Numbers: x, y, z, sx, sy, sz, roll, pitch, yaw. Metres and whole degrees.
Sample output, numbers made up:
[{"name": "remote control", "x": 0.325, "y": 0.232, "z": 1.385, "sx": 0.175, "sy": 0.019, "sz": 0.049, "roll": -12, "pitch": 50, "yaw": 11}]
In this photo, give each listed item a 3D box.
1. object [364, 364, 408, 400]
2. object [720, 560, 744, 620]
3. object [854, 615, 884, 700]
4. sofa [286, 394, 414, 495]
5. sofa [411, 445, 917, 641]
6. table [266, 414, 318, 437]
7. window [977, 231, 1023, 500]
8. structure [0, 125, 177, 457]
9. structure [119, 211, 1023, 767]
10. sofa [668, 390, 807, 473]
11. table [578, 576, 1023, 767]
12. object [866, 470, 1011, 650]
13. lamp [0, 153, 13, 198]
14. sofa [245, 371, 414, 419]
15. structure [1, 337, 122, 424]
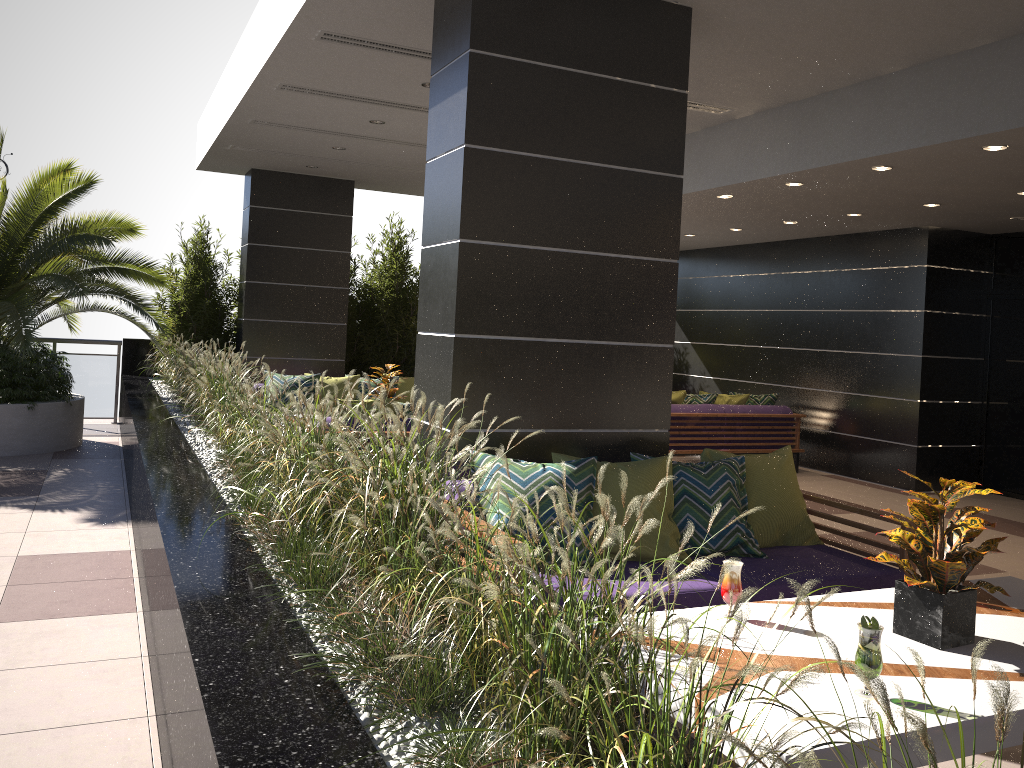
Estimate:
[{"name": "object", "x": -1.181, "y": 0.076, "z": 8.289, "sx": 0.430, "sy": 0.526, "sz": 0.425, "roll": 3, "pitch": 1, "yaw": -8}, {"name": "object", "x": 0.722, "y": 0.676, "z": 2.909, "sx": 0.068, "sy": 0.181, "sz": 0.069, "roll": 3, "pitch": 1, "yaw": -42}, {"name": "object", "x": 0.935, "y": 0.708, "z": 2.318, "sx": 0.068, "sy": 0.211, "sz": 0.069, "roll": 3, "pitch": 0, "yaw": -42}, {"name": "sofa", "x": -0.645, "y": 0.534, "z": 7.101, "sx": 2.123, "sy": 0.919, "sz": 1.121, "roll": 2, "pitch": 2, "yaw": -25}, {"name": "sofa", "x": 0.706, "y": 0.785, "z": 4.163, "sx": 2.123, "sy": 0.919, "sz": 1.121, "roll": 2, "pitch": 2, "yaw": -25}, {"name": "table", "x": -1.207, "y": 0.615, "z": 8.288, "sx": 2.034, "sy": 0.553, "sz": 0.943, "roll": 2, "pitch": 3, "yaw": -25}, {"name": "window", "x": 5.451, "y": -0.161, "z": 8.686, "sx": 0.108, "sy": 2.761, "sz": 1.830, "roll": 3, "pitch": 1, "yaw": -25}, {"name": "structure", "x": -5.441, "y": -1.031, "z": 9.075, "sx": 3.755, "sy": 3.302, "sz": 3.801, "roll": 4, "pitch": 2, "yaw": 18}, {"name": "structure", "x": 3.470, "y": -0.066, "z": 2.377, "sx": 7.808, "sy": 3.120, "sz": 24.780, "roll": 2, "pitch": 4, "yaw": -25}, {"name": "sofa", "x": 2.144, "y": 0.499, "z": 10.134, "sx": 2.123, "sy": 0.919, "sz": 1.121, "roll": 2, "pitch": 2, "yaw": -25}, {"name": "table", "x": 1.315, "y": 1.082, "z": 2.801, "sx": 2.034, "sy": 0.553, "sz": 0.943, "roll": 2, "pitch": 3, "yaw": -25}, {"name": "object", "x": 1.348, "y": 0.544, "z": 2.794, "sx": 0.430, "sy": 0.526, "sz": 0.425, "roll": 3, "pitch": 1, "yaw": -13}, {"name": "lamp", "x": -6.555, "y": -1.184, "z": 10.340, "sx": 1.121, "sy": 3.327, "sz": 0.264, "roll": 3, "pitch": 0, "yaw": -25}, {"name": "sofa", "x": -1.717, "y": 0.336, "z": 9.434, "sx": 2.123, "sy": 0.919, "sz": 1.121, "roll": 2, "pitch": 2, "yaw": -25}, {"name": "structure", "x": -6.976, "y": 0.507, "z": 0.808, "sx": 12.903, "sy": 1.058, "sz": 17.539, "roll": 1, "pitch": 4, "yaw": -25}]
